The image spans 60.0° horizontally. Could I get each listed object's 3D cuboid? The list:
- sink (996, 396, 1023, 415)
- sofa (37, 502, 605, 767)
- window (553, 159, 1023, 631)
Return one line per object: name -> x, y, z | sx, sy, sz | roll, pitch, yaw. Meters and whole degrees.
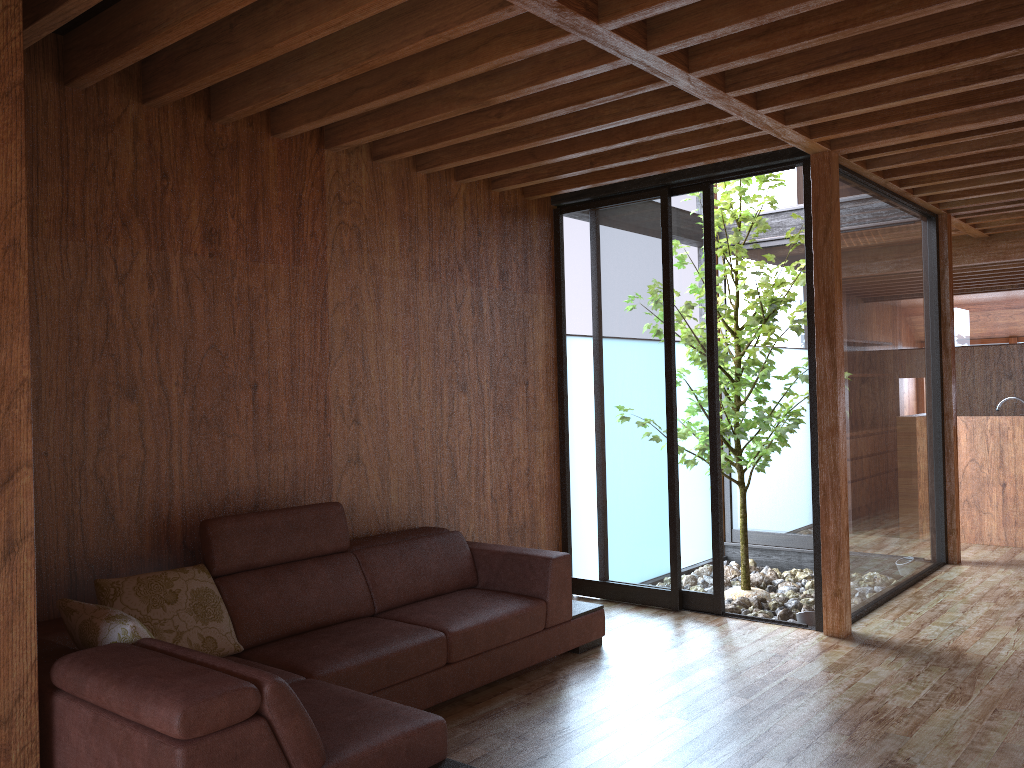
sink -> 4.249, 0.302, 7.416 | 0.553, 0.423, 2.477 | -2, -1, 40
sofa -> -0.315, 0.852, 3.158 | 1.686, 0.760, 2.524 | -2, -1, 39
window -> 2.200, -0.976, 4.478 | 4.072, 5.131, 14.077 | -2, -1, 39
